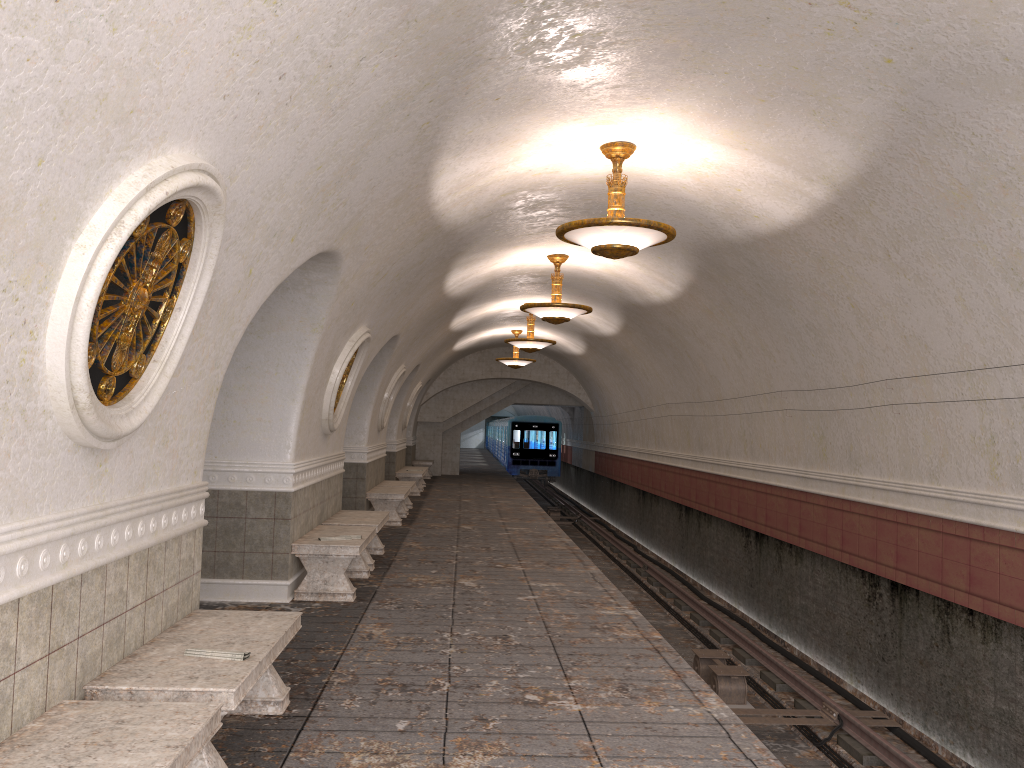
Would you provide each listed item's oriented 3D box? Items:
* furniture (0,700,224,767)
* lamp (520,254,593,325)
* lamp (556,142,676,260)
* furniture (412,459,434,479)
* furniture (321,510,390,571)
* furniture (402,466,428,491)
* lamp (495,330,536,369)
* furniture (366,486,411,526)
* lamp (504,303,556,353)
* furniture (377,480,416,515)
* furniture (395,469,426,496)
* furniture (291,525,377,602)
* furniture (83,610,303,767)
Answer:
[{"bbox_3d":[-1.392,1.443,2.662,0.613,0.508,1.509,2,-3,-3],"label":"furniture"},{"bbox_3d":[0.621,-1.296,12.295,1.008,0.955,1.008,1,-3,13],"label":"lamp"},{"bbox_3d":[0.880,-1.522,7.478,1.008,0.955,1.008,3,-3,-19],"label":"lamp"},{"bbox_3d":[-2.695,2.582,26.896,0.613,0.508,1.509,2,-3,-3],"label":"furniture"},{"bbox_3d":[-1.805,1.803,10.333,0.613,0.508,1.509,2,-3,-3],"label":"furniture"},{"bbox_3d":[-2.447,2.365,22.286,0.613,0.508,1.509,2,-3,-3],"label":"furniture"},{"bbox_3d":[0.103,-0.843,21.929,1.008,0.955,1.008,-1,-4,43],"label":"lamp"},{"bbox_3d":[-2.037,2.007,14.662,0.613,0.508,1.509,2,-3,-3],"label":"furniture"},{"bbox_3d":[0.362,-1.070,17.111,1.008,0.955,1.008,1,-3,13],"label":"lamp"},{"bbox_3d":[-2.127,2.086,16.339,0.613,0.508,1.509,2,-3,-3],"label":"furniture"},{"bbox_3d":[-2.357,2.286,20.609,0.613,0.508,1.509,2,-3,-3],"label":"furniture"},{"bbox_3d":[-1.714,1.725,8.656,0.613,0.508,1.509,2,-3,-3],"label":"furniture"},{"bbox_3d":[-1.482,1.522,4.340,0.613,0.508,1.509,2,-3,-3],"label":"furniture"}]
